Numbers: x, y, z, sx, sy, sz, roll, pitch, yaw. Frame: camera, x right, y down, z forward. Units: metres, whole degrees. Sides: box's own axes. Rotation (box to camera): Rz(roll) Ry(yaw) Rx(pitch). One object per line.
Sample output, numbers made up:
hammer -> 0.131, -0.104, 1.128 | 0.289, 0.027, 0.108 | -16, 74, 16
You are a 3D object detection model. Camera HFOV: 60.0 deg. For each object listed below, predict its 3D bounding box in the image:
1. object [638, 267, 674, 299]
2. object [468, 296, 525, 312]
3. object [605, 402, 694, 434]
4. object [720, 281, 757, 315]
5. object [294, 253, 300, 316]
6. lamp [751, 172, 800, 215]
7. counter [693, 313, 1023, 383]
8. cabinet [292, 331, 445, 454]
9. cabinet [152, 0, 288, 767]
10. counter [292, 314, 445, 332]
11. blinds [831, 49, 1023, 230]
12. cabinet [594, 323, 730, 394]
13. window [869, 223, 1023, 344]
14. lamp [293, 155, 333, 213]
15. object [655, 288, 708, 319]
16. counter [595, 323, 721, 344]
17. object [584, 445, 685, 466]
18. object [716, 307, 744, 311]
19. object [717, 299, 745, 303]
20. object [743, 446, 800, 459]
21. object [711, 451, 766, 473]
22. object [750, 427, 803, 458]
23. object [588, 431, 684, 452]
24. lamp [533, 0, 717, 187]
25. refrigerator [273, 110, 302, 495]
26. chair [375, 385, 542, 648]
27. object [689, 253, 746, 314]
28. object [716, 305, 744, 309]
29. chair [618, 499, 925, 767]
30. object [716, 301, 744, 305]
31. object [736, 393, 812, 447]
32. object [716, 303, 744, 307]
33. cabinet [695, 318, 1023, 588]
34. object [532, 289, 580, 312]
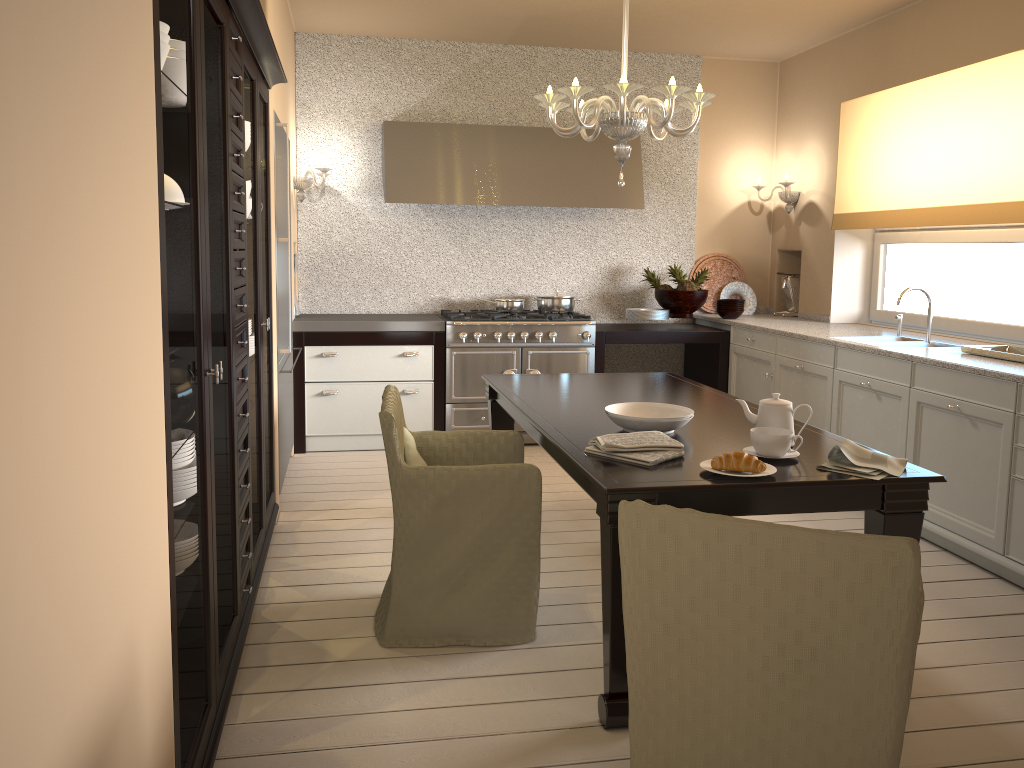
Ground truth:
object -> 0.986, -0.655, 5.971 | 0.279, 0.283, 0.138 | 6, 9, 35
object -> -0.088, -0.531, 5.861 | 0.371, 0.090, 0.199 | 6, 10, 31
object -> 0.438, 0.115, 2.839 | 0.281, 0.065, 0.283 | -2, 9, -16
object -> 1.605, -0.591, 6.291 | 0.282, 0.271, 0.093 | 0, 7, -9
object -> -1.414, -0.624, 5.552 | 0.155, 0.392, 0.155 | -2, 7, -22
lamp -> 1.839, -1.288, 6.034 | 0.264, 0.265, 0.481 | -1, 8, -12
counter -> 1.983, -0.201, 4.334 | 0.652, 0.067, 4.259 | -1, 9, -11
cabinet -> -0.901, 0.006, 5.580 | 0.896, 0.721, 0.639 | -1, 8, -11
cabinet -> -1.177, -0.185, 2.589 | 0.888, 1.832, 2.500 | 0, 8, -11
counter -> -0.898, -0.387, 5.549 | 0.896, 0.062, 0.603 | -1, 9, -11
blinds -> 2.350, -1.090, 3.800 | 0.022, 0.779, 3.566 | 0, 9, -11
cabinet -> 0.898, -0.020, 5.931 | 0.896, 0.721, 0.603 | -1, 7, -11
window -> 2.642, -0.798, 3.866 | 0.047, 1.347, 3.584 | 0, 8, -11
lamp -> -1.238, -1.223, 5.463 | 0.269, 0.339, 0.481 | -1, 8, -12
object -> 1.130, -0.538, 5.927 | 0.351, 0.187, 0.352 | -3, 9, -27
counter -> 0.903, -0.340, 5.895 | 0.765, 0.079, 0.603 | -1, 9, -11
object -> 0.344, 0.191, 2.493 | 0.232, 0.026, 0.165 | 9, 12, 44
object -> 1.434, -0.469, 5.833 | 0.180, 0.063, 0.181 | -5, 10, -33
object -> 1.438, -0.523, 5.828 | 0.180, 0.065, 0.181 | 0, 8, -3
object -> 0.730, 0.197, 2.499 | 0.154, 0.012, 0.154 | 8, 11, 39
object -> 0.586, 0.201, 2.294 | 0.138, 0.051, 0.062 | 2, 8, 8
object -> 0.734, 0.167, 2.497 | 0.125, 0.069, 0.117 | -2, 8, -17
object -> 0.351, 0.172, 2.526 | 0.233, 0.051, 0.165 | -1, 9, -11
lamp -> 0.426, -1.311, 3.325 | 0.675, 1.123, 0.704 | 2, 7, 7
refrigerator -> -1.467, -0.424, 4.471 | 0.741, 1.727, 1.108 | 0, 7, -11
chair -> -0.169, 0.432, 2.914 | 0.561, 0.798, 0.566 | 0, 7, -5
object -> 1.465, -0.717, 6.325 | 0.431, 0.428, 0.065 | -1, 7, -11
object -> 1.434, -0.483, 5.832 | 0.180, 0.063, 0.181 | -5, 10, -33
chair -> 0.539, 0.602, 1.853 | 0.564, 0.798, 0.563 | 4, 8, 25
object -> 1.435, -0.509, 5.829 | 0.180, 0.064, 0.181 | 0, 8, -3
object -> 0.780, 0.104, 2.646 | 0.198, 0.155, 0.118 | 0, 7, -5
object -> 1.432, -0.498, 5.830 | 0.180, 0.066, 0.181 | -2, 9, -18
cabinet -> 2.033, 0.203, 4.393 | 0.846, 0.768, 4.242 | -1, 9, -11
object -> 0.293, -0.556, 5.878 | 0.266, 0.145, 0.266 | 7, 10, 37
